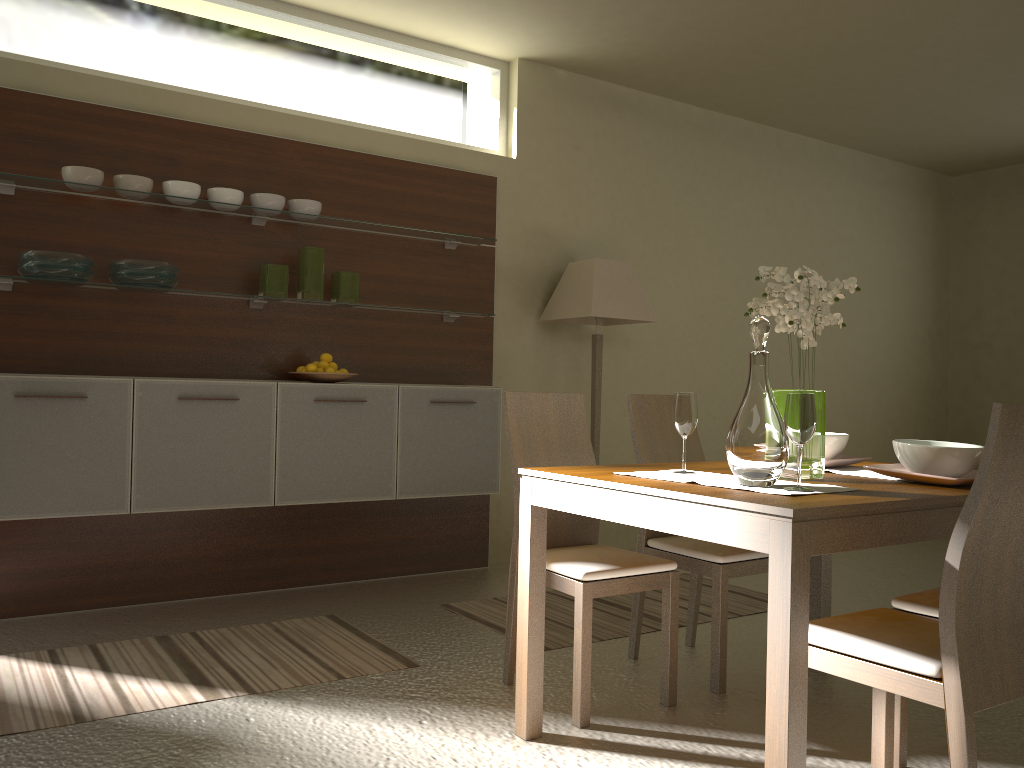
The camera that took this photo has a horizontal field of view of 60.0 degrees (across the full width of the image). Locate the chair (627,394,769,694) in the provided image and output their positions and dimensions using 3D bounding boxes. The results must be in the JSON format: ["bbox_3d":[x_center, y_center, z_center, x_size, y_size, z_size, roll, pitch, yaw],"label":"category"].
[{"bbox_3d":[0.729,0.553,3.351,0.404,1.017,0.507,2,-1,-36],"label":"chair"}]

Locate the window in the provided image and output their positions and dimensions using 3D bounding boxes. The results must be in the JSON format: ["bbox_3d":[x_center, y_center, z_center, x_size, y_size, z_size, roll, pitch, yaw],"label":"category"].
[{"bbox_3d":[0.025,-0.463,1.805,4.466,3.000,6.429,2,-1,-36],"label":"window"}]

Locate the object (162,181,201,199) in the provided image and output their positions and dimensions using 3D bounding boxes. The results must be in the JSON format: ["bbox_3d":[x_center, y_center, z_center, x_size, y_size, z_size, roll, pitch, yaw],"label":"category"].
[{"bbox_3d":[-1.495,-0.863,4.013,0.163,0.077,0.163,1,-1,15],"label":"object"}]

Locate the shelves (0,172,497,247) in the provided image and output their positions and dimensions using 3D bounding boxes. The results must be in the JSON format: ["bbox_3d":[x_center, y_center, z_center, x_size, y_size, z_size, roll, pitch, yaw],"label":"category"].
[{"bbox_3d":[-1.176,-0.812,4.247,2.463,0.008,0.255,2,-1,-34],"label":"shelves"}]

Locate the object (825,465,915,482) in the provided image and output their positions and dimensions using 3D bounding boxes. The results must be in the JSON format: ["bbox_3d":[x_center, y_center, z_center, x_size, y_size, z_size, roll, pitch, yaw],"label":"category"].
[{"bbox_3d":[1.086,0.270,2.780,0.287,0.010,0.589,2,-1,-30],"label":"object"}]

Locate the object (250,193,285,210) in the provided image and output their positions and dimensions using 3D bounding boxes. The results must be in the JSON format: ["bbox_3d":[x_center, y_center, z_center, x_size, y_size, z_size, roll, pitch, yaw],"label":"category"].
[{"bbox_3d":[-1.166,-0.854,4.229,0.163,0.077,0.163,1,-1,15],"label":"object"}]

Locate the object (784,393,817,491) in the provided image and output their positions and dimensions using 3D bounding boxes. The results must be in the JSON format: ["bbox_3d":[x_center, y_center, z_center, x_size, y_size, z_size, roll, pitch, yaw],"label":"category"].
[{"bbox_3d":[0.693,0.139,2.137,0.075,0.232,0.075,1,-1,15],"label":"object"}]

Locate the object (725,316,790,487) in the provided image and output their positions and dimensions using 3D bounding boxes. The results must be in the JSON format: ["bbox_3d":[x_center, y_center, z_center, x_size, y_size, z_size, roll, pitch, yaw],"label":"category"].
[{"bbox_3d":[0.620,0.041,2.234,0.156,0.426,0.156,1,0,8],"label":"object"}]

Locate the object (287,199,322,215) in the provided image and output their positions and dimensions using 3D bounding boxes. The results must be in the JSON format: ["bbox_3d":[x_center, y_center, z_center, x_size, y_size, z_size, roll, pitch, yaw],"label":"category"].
[{"bbox_3d":[-1.016,-0.850,4.342,0.163,0.077,0.163,1,-1,15],"label":"object"}]

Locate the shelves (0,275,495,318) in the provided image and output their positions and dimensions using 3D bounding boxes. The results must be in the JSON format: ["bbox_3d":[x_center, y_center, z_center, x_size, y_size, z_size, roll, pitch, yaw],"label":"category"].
[{"bbox_3d":[-1.185,-0.403,4.243,2.463,0.008,0.255,2,-1,-34],"label":"shelves"}]

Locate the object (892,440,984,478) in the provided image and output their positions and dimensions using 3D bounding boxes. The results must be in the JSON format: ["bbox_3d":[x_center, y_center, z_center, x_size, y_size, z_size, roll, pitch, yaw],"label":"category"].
[{"bbox_3d":[1.180,0.214,2.458,0.233,0.107,0.232,1,-1,-22],"label":"object"}]

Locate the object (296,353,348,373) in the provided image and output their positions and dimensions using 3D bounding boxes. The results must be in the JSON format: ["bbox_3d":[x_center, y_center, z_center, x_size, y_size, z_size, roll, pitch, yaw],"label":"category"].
[{"bbox_3d":[-0.934,-0.083,4.338,0.230,0.139,0.259,1,-1,26],"label":"object"}]

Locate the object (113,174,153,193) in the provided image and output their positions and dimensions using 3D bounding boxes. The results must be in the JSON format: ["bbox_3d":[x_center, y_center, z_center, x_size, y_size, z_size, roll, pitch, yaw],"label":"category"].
[{"bbox_3d":[-1.674,-0.868,3.919,0.163,0.077,0.163,1,-1,15],"label":"object"}]

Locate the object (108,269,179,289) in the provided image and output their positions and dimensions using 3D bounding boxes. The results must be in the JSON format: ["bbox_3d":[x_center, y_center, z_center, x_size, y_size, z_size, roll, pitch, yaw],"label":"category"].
[{"bbox_3d":[-1.625,-0.454,3.915,0.288,0.068,0.288,1,-1,15],"label":"object"}]

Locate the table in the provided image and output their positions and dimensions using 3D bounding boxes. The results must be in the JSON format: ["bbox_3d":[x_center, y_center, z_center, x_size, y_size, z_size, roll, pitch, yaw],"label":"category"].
[{"bbox_3d":[0.873,0.664,2.611,1.411,0.790,1.000,2,-1,-34],"label":"table"}]

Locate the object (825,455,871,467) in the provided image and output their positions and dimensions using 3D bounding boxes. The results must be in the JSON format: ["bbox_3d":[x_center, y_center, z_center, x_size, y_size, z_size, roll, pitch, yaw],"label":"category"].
[{"bbox_3d":[0.983,0.252,2.915,0.283,0.033,0.283,2,-1,-40],"label":"object"}]

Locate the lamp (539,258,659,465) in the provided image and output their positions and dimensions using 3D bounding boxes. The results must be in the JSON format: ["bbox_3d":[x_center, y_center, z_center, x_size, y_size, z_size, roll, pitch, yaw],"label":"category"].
[{"bbox_3d":[0.491,0.179,5.195,0.499,1.782,0.499,2,-1,-34],"label":"lamp"}]

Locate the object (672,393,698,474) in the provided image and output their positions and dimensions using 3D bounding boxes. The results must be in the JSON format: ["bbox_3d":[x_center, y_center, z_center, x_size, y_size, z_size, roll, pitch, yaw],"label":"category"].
[{"bbox_3d":[0.498,0.141,2.560,0.075,0.232,0.075,1,-1,15],"label":"object"}]

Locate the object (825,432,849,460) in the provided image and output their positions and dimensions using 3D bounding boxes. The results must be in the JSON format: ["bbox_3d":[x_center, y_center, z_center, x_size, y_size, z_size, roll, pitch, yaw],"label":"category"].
[{"bbox_3d":[0.984,0.211,2.916,0.233,0.101,0.233,1,-1,45],"label":"object"}]

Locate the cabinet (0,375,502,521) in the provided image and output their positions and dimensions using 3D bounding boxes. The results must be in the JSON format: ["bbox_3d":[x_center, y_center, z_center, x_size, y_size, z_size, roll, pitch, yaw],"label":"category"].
[{"bbox_3d":[-1.167,0.274,4.189,2.463,0.570,0.372,2,-1,-34],"label":"cabinet"}]

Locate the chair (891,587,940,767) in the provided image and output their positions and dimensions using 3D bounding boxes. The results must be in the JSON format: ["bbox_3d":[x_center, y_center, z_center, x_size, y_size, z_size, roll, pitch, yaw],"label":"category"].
[{"bbox_3d":[1.355,0.559,2.371,0.404,1.017,0.507,2,-1,-37],"label":"chair"}]

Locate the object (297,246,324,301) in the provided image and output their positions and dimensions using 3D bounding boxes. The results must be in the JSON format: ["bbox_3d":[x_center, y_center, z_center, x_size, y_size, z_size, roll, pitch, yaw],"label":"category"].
[{"bbox_3d":[-0.984,-0.535,4.337,0.099,0.259,0.099,2,-1,-34],"label":"object"}]

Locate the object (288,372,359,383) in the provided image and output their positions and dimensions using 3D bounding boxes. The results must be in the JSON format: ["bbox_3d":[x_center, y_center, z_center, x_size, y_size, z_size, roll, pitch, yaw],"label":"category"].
[{"bbox_3d":[-0.925,-0.028,4.352,0.337,0.053,0.337,1,0,-2],"label":"object"}]

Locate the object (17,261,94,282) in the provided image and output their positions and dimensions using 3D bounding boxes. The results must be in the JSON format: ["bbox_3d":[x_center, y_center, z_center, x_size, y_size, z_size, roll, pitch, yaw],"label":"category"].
[{"bbox_3d":[-1.912,-0.462,3.719,0.288,0.068,0.288,1,-1,15],"label":"object"}]

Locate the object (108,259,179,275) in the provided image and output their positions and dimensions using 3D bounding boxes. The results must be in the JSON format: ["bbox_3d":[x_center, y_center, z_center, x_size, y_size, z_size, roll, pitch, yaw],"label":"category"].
[{"bbox_3d":[-1.624,-0.497,3.916,0.288,0.068,0.288,1,-1,15],"label":"object"}]

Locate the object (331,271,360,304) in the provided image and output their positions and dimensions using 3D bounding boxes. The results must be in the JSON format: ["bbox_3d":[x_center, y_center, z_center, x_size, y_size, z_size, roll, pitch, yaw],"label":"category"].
[{"bbox_3d":[-0.837,-0.479,4.461,0.111,0.160,0.112,2,-1,-34],"label":"object"}]

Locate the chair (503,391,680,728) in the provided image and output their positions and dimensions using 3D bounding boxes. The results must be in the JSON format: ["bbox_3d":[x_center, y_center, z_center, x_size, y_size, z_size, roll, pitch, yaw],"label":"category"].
[{"bbox_3d":[0.245,0.540,3.013,0.404,1.017,0.507,2,-1,-34],"label":"chair"}]

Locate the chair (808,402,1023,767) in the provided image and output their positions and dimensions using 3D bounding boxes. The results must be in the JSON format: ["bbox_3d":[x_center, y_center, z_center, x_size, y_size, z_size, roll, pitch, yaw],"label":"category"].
[{"bbox_3d":[0.953,0.547,2.029,0.404,1.017,0.507,2,-1,-33],"label":"chair"}]

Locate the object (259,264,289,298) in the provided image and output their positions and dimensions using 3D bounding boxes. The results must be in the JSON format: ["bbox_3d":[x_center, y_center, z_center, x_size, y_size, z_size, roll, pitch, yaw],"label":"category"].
[{"bbox_3d":[-1.141,-0.487,4.245,0.112,0.160,0.111,2,-1,-34],"label":"object"}]

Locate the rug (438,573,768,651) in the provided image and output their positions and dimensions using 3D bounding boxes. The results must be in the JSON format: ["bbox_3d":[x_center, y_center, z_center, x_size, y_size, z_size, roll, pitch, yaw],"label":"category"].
[{"bbox_3d":[0.554,1.064,4.272,1.613,0.010,0.843,2,-1,-33],"label":"rug"}]

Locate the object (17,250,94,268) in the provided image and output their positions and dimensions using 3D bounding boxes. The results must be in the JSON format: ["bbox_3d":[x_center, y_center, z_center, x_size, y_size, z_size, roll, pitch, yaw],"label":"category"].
[{"bbox_3d":[-1.911,-0.505,3.719,0.288,0.068,0.288,1,-1,15],"label":"object"}]

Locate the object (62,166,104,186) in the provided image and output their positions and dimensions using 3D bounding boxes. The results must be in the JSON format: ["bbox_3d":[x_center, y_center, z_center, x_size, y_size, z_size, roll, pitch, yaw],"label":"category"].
[{"bbox_3d":[-1.832,-0.873,3.786,0.163,0.077,0.163,1,-1,15],"label":"object"}]

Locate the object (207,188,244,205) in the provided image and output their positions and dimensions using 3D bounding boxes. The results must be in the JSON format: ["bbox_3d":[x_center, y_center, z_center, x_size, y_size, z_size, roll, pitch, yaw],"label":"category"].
[{"bbox_3d":[-1.336,-0.859,4.133,0.163,0.077,0.163,1,0,8],"label":"object"}]

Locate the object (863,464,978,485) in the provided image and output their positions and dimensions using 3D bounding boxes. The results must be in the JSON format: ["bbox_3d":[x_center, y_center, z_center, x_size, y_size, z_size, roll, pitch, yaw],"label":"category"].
[{"bbox_3d":[1.178,0.254,2.460,0.283,0.041,0.283,2,-1,-34],"label":"object"}]

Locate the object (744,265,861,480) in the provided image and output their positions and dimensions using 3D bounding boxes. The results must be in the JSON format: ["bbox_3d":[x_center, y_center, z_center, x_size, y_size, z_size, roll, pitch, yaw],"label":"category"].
[{"bbox_3d":[0.810,-0.037,2.531,0.302,0.608,0.304,2,-1,-30],"label":"object"}]

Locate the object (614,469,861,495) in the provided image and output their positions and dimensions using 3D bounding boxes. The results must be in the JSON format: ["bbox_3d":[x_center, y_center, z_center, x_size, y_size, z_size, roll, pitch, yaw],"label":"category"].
[{"bbox_3d":[0.578,0.255,2.355,0.287,0.010,0.589,2,-1,-37],"label":"object"}]

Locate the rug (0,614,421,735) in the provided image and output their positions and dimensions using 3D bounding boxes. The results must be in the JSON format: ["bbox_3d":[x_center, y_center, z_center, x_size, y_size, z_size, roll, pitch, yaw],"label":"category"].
[{"bbox_3d":[-1.237,1.013,3.177,1.613,0.007,0.842,2,-1,-33],"label":"rug"}]
